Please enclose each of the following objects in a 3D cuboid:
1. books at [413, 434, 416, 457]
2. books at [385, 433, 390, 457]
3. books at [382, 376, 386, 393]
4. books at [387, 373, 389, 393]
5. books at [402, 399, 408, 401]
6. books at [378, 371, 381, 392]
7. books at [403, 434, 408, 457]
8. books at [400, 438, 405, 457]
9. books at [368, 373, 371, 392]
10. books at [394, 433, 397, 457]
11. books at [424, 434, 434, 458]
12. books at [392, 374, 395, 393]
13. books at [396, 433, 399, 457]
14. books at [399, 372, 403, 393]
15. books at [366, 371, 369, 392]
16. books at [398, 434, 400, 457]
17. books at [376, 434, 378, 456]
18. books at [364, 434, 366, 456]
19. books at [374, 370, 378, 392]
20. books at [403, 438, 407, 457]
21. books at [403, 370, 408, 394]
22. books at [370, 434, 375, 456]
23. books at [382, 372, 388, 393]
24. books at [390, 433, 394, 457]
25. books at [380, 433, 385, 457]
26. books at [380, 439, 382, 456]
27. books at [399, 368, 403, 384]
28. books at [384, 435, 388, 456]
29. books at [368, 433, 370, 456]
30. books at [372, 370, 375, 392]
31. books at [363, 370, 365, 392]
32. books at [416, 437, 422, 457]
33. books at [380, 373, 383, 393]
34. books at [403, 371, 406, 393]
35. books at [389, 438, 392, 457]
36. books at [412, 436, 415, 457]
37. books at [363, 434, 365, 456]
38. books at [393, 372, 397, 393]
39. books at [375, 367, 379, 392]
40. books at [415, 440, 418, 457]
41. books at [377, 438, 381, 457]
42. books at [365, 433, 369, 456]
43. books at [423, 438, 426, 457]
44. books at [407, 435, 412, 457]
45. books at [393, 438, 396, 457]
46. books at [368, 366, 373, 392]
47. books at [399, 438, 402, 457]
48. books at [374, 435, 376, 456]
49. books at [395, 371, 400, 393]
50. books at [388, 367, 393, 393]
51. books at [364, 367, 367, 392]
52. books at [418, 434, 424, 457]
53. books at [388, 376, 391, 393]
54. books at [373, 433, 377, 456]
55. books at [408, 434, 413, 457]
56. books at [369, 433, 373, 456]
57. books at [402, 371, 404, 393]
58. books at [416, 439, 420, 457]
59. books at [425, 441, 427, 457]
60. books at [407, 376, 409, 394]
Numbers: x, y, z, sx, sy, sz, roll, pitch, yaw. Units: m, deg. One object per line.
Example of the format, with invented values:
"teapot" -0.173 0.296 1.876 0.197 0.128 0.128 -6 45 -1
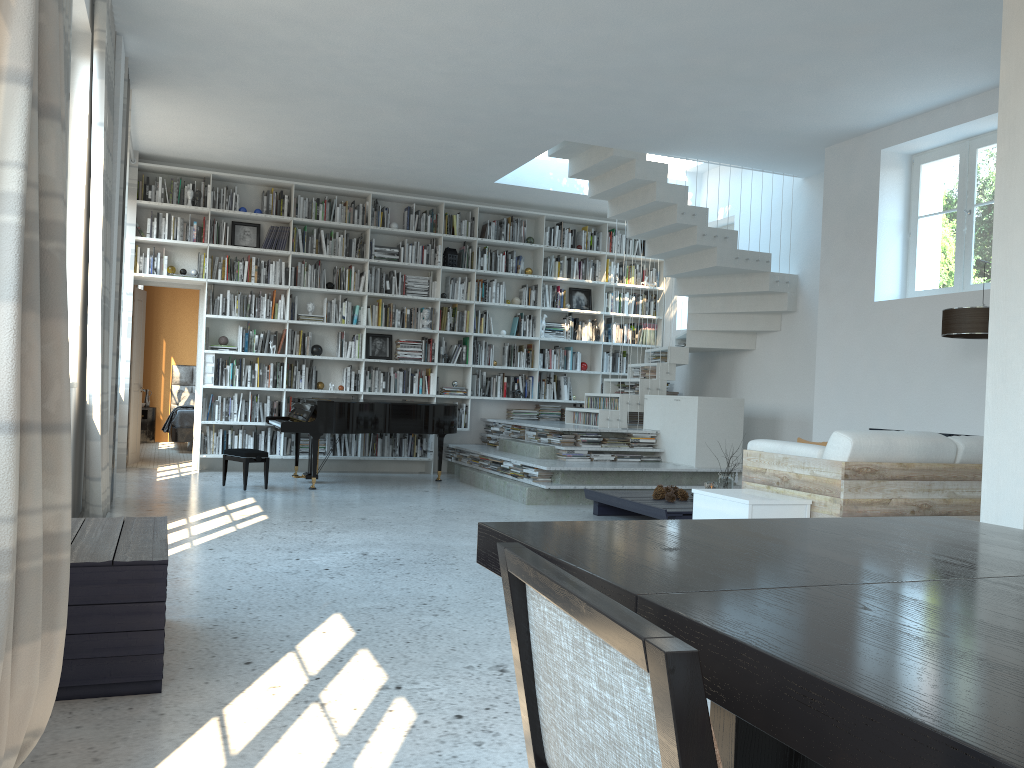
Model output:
"books" -1.138 0.708 10.230 0.011 0.258 0.171 2 0 -21
"books" -1.429 0.693 10.133 0.028 0.261 0.132 2 0 -21
"books" -1.474 0.005 10.077 0.029 0.184 0.174 2 0 -21
"books" -1.432 -0.016 10.112 0.013 0.230 0.139 2 0 -21
"books" -1.229 0.330 10.123 0.013 0.303 0.181 2 0 -21
"books" -1.527 -0.027 10.085 0.021 0.244 0.141 2 0 -21
"books" -1.226 0.687 10.192 0.011 0.292 0.184 2 0 -21
"books" -1.262 0.728 10.172 0.010 0.206 0.180 2 0 -21
"books" -1.630 -0.014 10.035 0.024 0.208 0.170 2 0 -21
"books" -1.345 0.659 10.145 0.014 0.336 0.182 2 0 -21
"books" -0.965 0.710 10.234 0.038 0.269 0.277 2 0 -21
"books" -1.373 -0.008 10.145 0.025 0.220 0.140 2 0 -21
"books" -1.334 0.684 10.151 0.014 0.288 0.184 2 0 -21
"books" -1.290 -0.017 10.157 0.026 0.245 0.191 2 0 -21
"books" -1.648 -0.028 10.014 0.027 0.234 0.167 2 0 -21
"books" -1.322 0.697 10.173 0.024 0.262 0.131 2 0 -21
"books" -1.554 0.690 10.088 0.012 0.255 0.150 2 0 -21
"books" -1.680 0.641 10.032 0.014 0.340 0.139 2 0 -21
"books" -1.555 -0.030 10.057 0.027 0.245 0.179 2 0 -21
"books" -1.246 0.727 10.184 0.029 0.210 0.170 2 0 -21
"books" -1.232 -0.024 10.180 0.028 0.264 0.161 2 0 -21
"books" -1.592 0.692 10.072 0.022 0.247 0.143 2 0 -21
"books" -1.448 -0.020 10.095 0.029 0.238 0.165 2 0 -21
"books" -1.381 0.683 10.136 0.013 0.285 0.185 2 0 -21
"books" -1.480 0.674 10.110 0.026 0.294 0.155 2 0 -21
"books" -1.513 0.721 10.111 0.030 0.197 0.143 2 0 -21
"books" -1.280 -0.036 10.187 0.014 0.286 0.134 2 0 -21
"books" -1.457 0.705 10.123 0.030 0.234 0.138 2 0 -21
"books" -1.634 0.645 10.042 0.012 0.337 0.144 2 0 -21
"books" -1.585 -0.032 10.064 0.024 0.247 0.132 2 0 -21
"books" -1.691 -0.035 10.017 0.029 0.244 0.154 2 0 -21
"books" -1.082 0.726 10.265 0.028 0.227 0.162 2 0 -21
"books" -1.499 -0.013 10.072 0.023 0.217 0.174 2 0 -21
"books" -1.252 -0.023 10.179 0.010 0.261 0.181 2 0 -21
"books" -1.405 0.723 10.141 0.024 0.203 0.144 2 0 -21
"books" -1.162 0.717 10.237 0.028 0.239 0.140 2 0 -21
"books" -1.688 0.660 10.011 0.014 0.301 0.184 2 0 -21
"books" -1.345 -0.015 10.148 0.031 0.237 0.159 2 0 -21
"books" -1.535 -0.047 10.061 0.013 0.282 0.166 2 0 -21
"books" -1.126 0.742 10.246 0.024 0.191 0.155 2 0 -21
"books" -1.528 0.715 10.072 0.028 0.206 0.174 2 0 -21
"books" -1.656 0.681 10.045 0.025 0.263 0.145 2 0 -21
"books" -1.039 0.733 10.266 0.029 0.218 0.191 2 0 -21
"books" -1.197 0.709 10.193 0.044 0.251 0.187 2 0 -21
"books" -1.368 0.720 10.147 0.022 0.213 0.167 2 0 -21
"books" -1.610 -0.054 10.060 0.027 0.290 0.140 2 0 -21
"books" -1.297 0.724 10.192 0.040 0.212 0.129 2 0 -21
"books" -1.575 0.697 10.075 0.012 0.239 0.128 2 0 -21
"books" -1.324 -0.023 10.173 0.025 0.254 0.136 2 0 -21
"books" -1.391 -0.045 10.128 0.026 0.291 0.152 2 0 -21
"books" -1.669 -0.050 10.017 0.011 0.275 0.146 2 0 -21
"books" -1.059 0.713 10.264 0.013 0.256 0.176 2 0 -21
"books" -1.412 0.002 10.107 0.023 0.196 0.165 2 0 -21
"books" -1.565 0.679 10.083 0.012 0.276 0.154 2 0 -21
"books" -1.171 0.677 10.207 0.013 0.317 0.186 2 0 -21
"books" -1.613 0.659 10.051 0.034 0.311 0.170 2 0 -21
"books" -1.266 -0.019 10.185 0.011 0.251 0.158 2 0 -21
"books" -1.101 0.736 10.244 0.022 0.205 0.191 2 0 -21
"books" -1.020 0.752 10.287 0.023 0.182 0.148 2 0 -21
"books" -1.216 0.008 10.202 0.021 0.203 0.128 2 0 -21
